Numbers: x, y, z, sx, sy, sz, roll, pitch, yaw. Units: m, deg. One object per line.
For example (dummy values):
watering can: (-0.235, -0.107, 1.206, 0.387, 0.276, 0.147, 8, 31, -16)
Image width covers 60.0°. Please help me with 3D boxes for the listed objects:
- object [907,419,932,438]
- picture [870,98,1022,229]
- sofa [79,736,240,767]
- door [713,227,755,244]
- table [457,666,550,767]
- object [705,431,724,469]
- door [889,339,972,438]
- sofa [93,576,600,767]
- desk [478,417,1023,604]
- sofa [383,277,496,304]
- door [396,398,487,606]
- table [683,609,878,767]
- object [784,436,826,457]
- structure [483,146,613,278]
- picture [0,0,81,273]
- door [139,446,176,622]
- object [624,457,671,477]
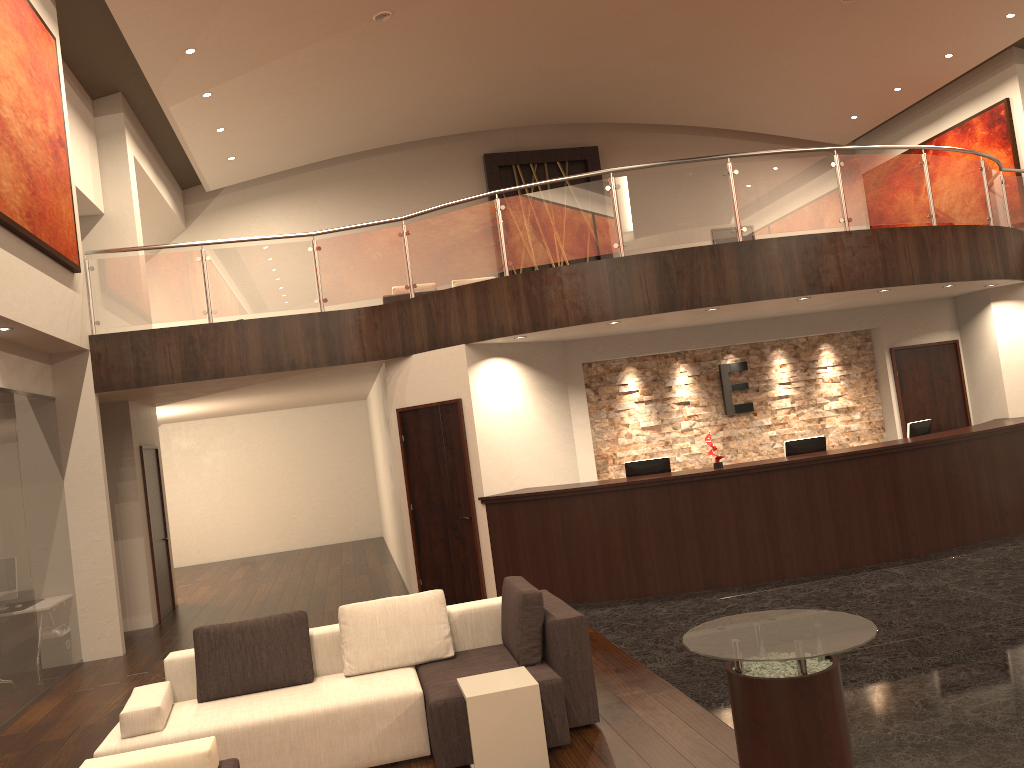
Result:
object: (4.649, 0.661, 10.048, 0.483, 0.485, 0.189, -5, -3, -36)
picture: (8.652, -3.732, 18.091, 0.070, 2.526, 4.515, -7, -3, -11)
sofa: (-0.782, 1.677, 2.834, 2.586, 0.862, 3.366, -7, -3, -11)
door: (5.082, -2.406, 19.832, 0.990, 2.232, 0.104, -7, -3, -11)
table: (-0.057, 1.889, 4.949, 0.400, 0.460, 0.400, -7, -3, -11)
object: (2.088, 0.669, 9.110, 0.163, 0.390, 0.165, -7, -3, -3)
door: (5.500, 0.583, 11.490, 0.990, 2.232, 0.104, -7, -3, -11)
sofa: (-0.970, 1.829, 5.450, 2.846, 0.862, 1.291, -7, -3, -11)
desk: (3.243, 1.329, 9.734, 7.146, 1.171, 1.674, -7, -3, -10)
sofa: (-1.528, -1.091, 14.880, 3.366, 0.862, 2.586, -7, -3, -11)
door: (-0.776, 1.322, 9.742, 0.990, 2.232, 0.104, -10, -4, 39)
table: (1.231, 1.499, 3.930, 0.833, 0.795, 0.844, -9, -3, 28)
object: (3.192, 0.829, 9.576, 0.483, 0.485, 0.189, -7, -3, -11)
structure: (0.891, -2.912, 18.977, 2.524, 4.236, 0.187, -7, -3, -11)
picture: (-4.096, -2.644, 6.151, 0.070, 2.526, 6.485, -7, -3, -11)
door: (-4.688, 1.931, 11.707, 0.104, 2.232, 0.990, -7, -3, -11)
object: (1.477, 1.051, 9.508, 0.483, 0.485, 0.189, -8, -3, 4)
